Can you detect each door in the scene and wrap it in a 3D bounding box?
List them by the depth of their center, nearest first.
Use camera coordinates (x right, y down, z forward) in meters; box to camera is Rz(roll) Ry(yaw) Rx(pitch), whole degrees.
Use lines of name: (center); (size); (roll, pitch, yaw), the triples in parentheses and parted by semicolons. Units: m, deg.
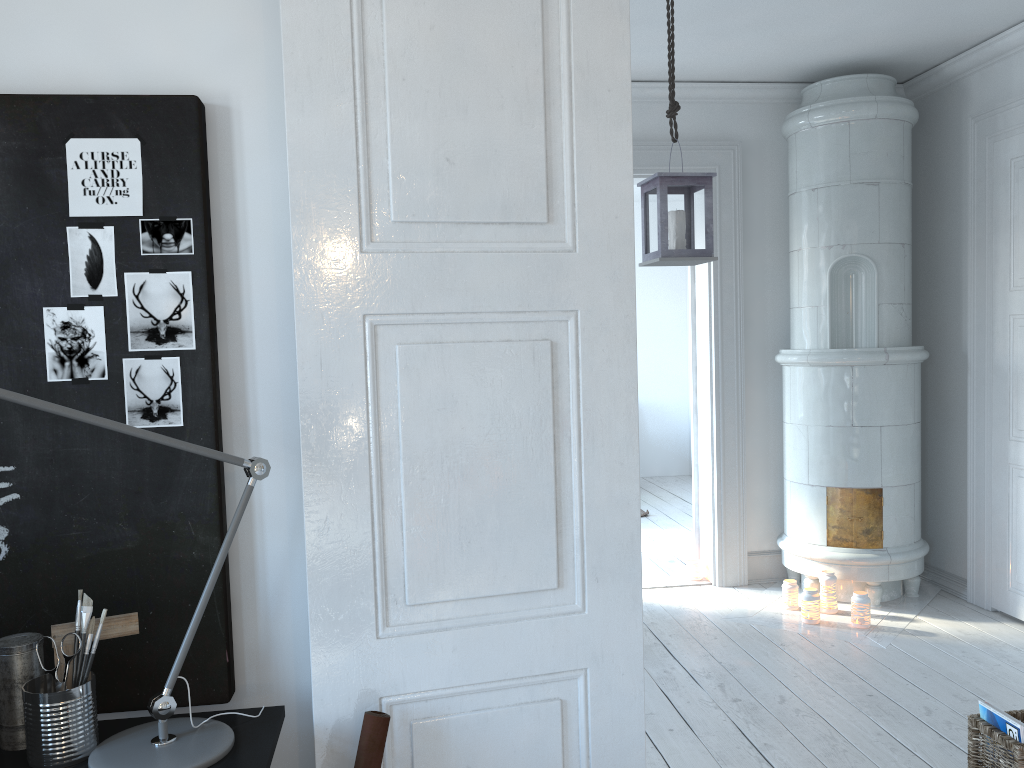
door: (0.862, 0.056, 2.054); (2.598, 2.508, 0.577); (-2, 4, -7)
door: (2.603, -0.079, 3.797); (0.306, 2.508, 1.597); (-2, 3, -7)
door: (0.466, -0.071, 5.038); (2.598, 2.508, 0.577); (-2, 4, -7)

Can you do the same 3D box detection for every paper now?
paper: (-0.312, 0.976, 1.546); (0.048, 0.748, 0.297); (1, 5, 38)

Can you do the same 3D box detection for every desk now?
desk: (-0.949, 1.021, 1.303); (1.159, 0.760, 0.650); (-2, 3, -7)

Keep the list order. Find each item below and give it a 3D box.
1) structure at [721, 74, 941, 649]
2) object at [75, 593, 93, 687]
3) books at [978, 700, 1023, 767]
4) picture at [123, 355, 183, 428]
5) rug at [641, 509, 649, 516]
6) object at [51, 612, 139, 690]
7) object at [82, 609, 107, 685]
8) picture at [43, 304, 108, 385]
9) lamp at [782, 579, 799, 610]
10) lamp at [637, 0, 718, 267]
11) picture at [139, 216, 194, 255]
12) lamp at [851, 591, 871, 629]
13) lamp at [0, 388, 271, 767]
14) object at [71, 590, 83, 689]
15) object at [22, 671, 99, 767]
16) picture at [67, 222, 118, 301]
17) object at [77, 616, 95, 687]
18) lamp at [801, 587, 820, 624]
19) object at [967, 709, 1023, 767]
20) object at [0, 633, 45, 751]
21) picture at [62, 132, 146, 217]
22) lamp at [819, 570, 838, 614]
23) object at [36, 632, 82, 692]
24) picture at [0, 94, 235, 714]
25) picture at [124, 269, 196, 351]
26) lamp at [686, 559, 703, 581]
structure: (1.706, -0.171, 4.649); (0.800, 2.831, 1.246); (1, 5, 37)
object: (-0.736, 0.490, 1.505); (0.012, 0.264, 0.062); (1, 4, 35)
books: (1.516, 1.098, 2.597); (0.201, 0.300, 0.179); (-2, 3, -7)
picture: (-0.678, 0.014, 1.676); (0.103, 0.136, 0.001); (-2, 4, -7)
rug: (0.183, 1.040, 7.708); (1.710, 0.055, 1.455); (-2, 3, -7)
object: (-0.720, 0.515, 1.547); (0.138, 0.209, 0.034); (-4, 4, -27)
object: (-0.719, 0.503, 1.493); (0.084, 0.240, 0.009); (-4, 4, -30)
picture: (-0.813, -0.074, 1.653); (0.107, 0.150, 0.001); (-2, 4, -7)
lamp: (1.450, 1.097, 4.618); (0.084, 0.146, 0.084); (-2, 3, -3)
lamp: (0.597, -1.335, 3.292); (0.228, 1.764, 0.228); (-2, 4, -11)
picture: (-0.648, -0.279, 1.664); (0.095, 0.071, 0.001); (-2, 4, -7)
lamp: (1.692, 1.094, 4.302); (0.089, 0.166, 0.089); (-2, 4, -8)
lamp: (-0.672, 0.270, 1.417); (0.616, 0.717, 0.230); (-4, 4, -37)
object: (-0.741, 0.487, 1.504); (0.008, 0.268, 0.060); (-1, 4, 9)
object: (-0.758, 0.562, 1.491); (0.108, 0.129, 0.108); (-1, 3, 8)
picture: (-0.780, -0.227, 1.649); (0.083, 0.146, 0.002); (-2, 4, -7)
object: (-0.731, 0.512, 1.497); (0.009, 0.222, 0.082); (0, 4, 22)
lamp: (1.479, 1.097, 4.389); (0.089, 0.166, 0.089); (-2, 3, -6)
object: (1.530, 1.131, 2.600); (0.270, 0.265, 0.223); (-2, 3, -7)
object: (-0.857, 0.538, 1.549); (0.079, 0.188, 0.079); (-4, 4, -28)
picture: (-0.752, -0.388, 1.642); (0.147, 0.154, 0.004); (-2, 4, -7)
lamp: (1.617, 1.064, 4.539); (0.098, 0.210, 0.098); (-2, 4, -3)
object: (-0.771, 0.522, 1.498); (0.081, 0.198, 0.050); (-1, 4, 18)
picture: (-1.043, 0.059, 1.661); (0.953, 1.173, 0.063); (-2, 4, -7)
picture: (-0.662, -0.140, 1.669); (0.121, 0.153, 0.002); (-2, 4, -7)
lamp: (1.071, 1.091, 5.202); (0.093, 0.110, 0.093); (-1, 3, 10)
